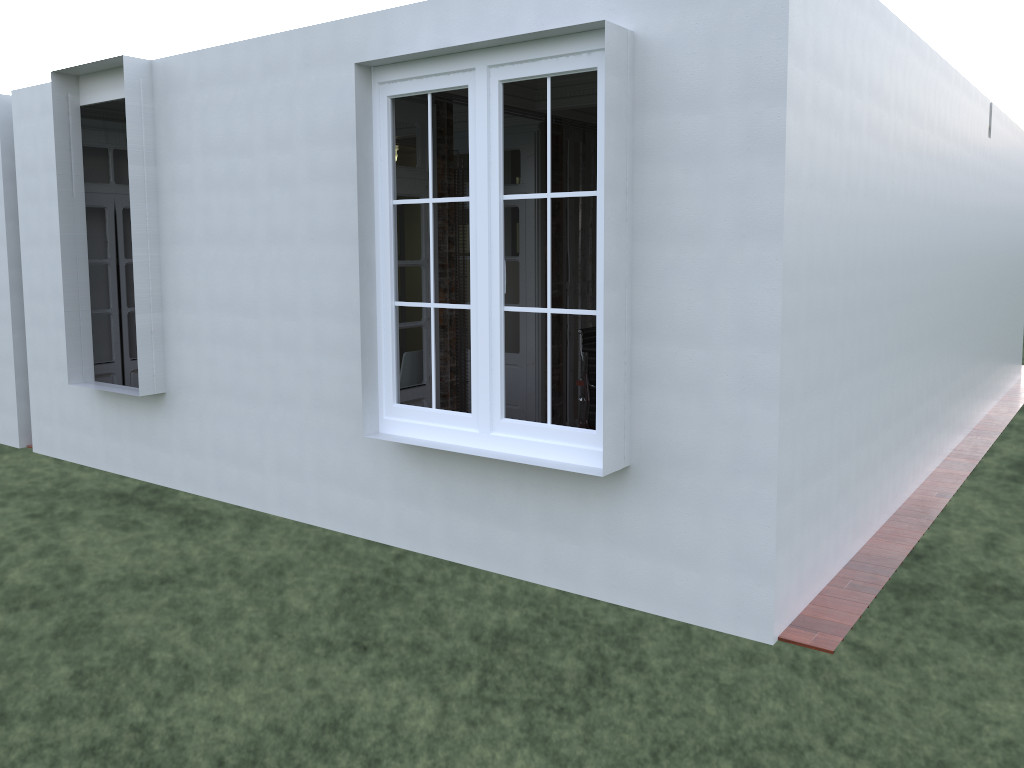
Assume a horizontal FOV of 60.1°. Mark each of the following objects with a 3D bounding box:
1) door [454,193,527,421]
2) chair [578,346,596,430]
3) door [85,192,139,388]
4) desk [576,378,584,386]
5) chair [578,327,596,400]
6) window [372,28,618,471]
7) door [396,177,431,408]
[{"bbox_3d":[-0.280,-0.667,8.268,1.059,2.167,0.041,4,7,35],"label":"door"},{"bbox_3d":[0.804,0.223,6.276,0.667,1.017,0.702,5,9,39],"label":"chair"},{"bbox_3d":[-3.443,-0.570,7.765,0.041,2.169,1.165,4,8,35],"label":"door"},{"bbox_3d":[1.731,0.223,7.160,1.303,0.723,2.519,5,10,35],"label":"desk"},{"bbox_3d":[0.902,0.050,7.379,0.700,1.017,0.668,4,8,30],"label":"chair"},{"bbox_3d":[-0.110,-0.656,4.459,1.530,1.973,0.128,5,8,35],"label":"window"},{"bbox_3d":[-0.912,-0.301,5.964,0.041,2.169,1.165,4,8,35],"label":"door"}]
